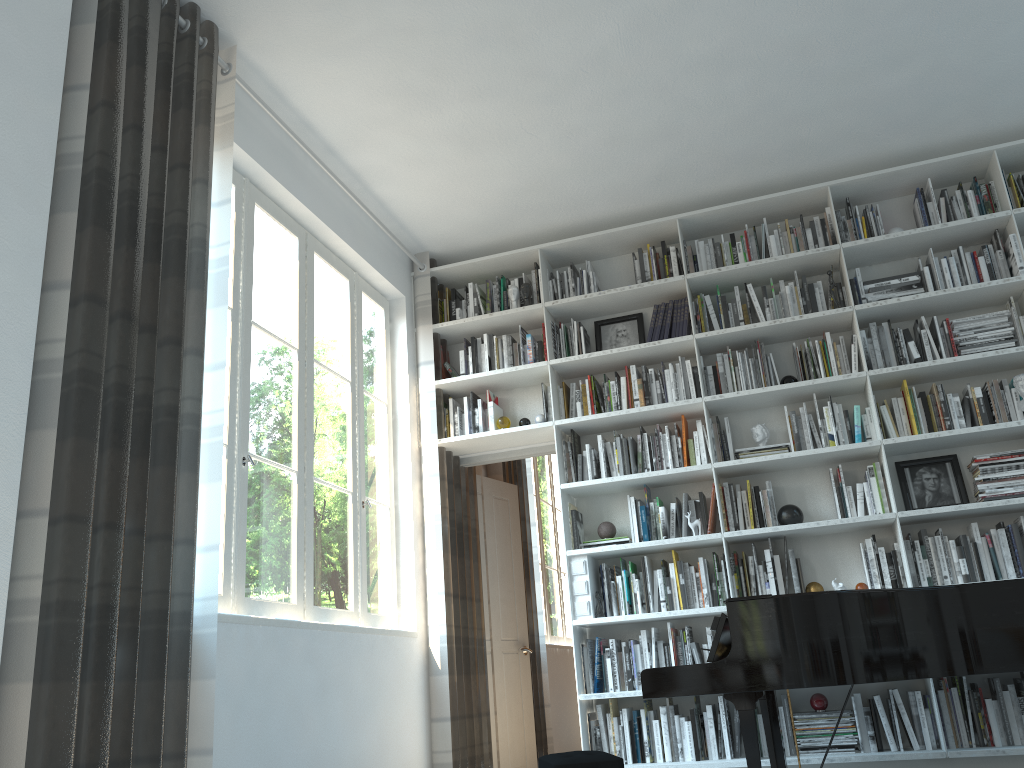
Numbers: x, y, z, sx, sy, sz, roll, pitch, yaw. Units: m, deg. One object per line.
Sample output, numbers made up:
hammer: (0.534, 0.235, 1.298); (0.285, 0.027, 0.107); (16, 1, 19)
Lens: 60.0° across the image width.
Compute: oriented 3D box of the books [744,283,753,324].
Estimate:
books: (1.363, -0.410, 5.077); (0.013, 0.314, 0.135); (-10, -19, 16)

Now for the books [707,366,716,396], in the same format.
books: (1.140, 0.024, 5.024); (0.029, 0.224, 0.137); (-10, -19, 16)

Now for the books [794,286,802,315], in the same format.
books: (1.612, -0.417, 4.978); (0.013, 0.230, 0.142); (-10, -19, 16)

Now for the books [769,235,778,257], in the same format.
books: (1.515, -0.733, 5.105); (0.031, 0.189, 0.182); (-10, -20, 16)

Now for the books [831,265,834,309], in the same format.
books: (1.780, -0.483, 4.932); (0.058, 0.301, 0.175); (-10, -19, 16)

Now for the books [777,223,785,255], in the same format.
books: (1.561, -0.775, 5.112); (0.014, 0.268, 0.157); (-10, -19, 16)

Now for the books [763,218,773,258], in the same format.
books: (1.492, -0.786, 5.138); (0.014, 0.314, 0.166); (-10, -19, 16)

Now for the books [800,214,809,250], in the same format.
books: (1.678, -0.807, 5.071); (0.013, 0.284, 0.160); (-10, -19, 16)

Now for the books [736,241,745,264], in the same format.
books: (1.341, -0.705, 5.165); (0.030, 0.200, 0.152); (-10, -19, 16)

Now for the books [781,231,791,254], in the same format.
books: (1.586, -0.750, 5.106); (0.029, 0.213, 0.142); (-10, -19, 16)

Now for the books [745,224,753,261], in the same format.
books: (1.390, -0.763, 5.157); (0.010, 0.297, 0.151); (-10, -19, 16)

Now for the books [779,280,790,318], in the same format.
books: (1.548, -0.430, 5.014); (0.026, 0.285, 0.138); (-10, -19, 16)

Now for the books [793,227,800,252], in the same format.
books: (1.630, -0.766, 5.059); (0.013, 0.206, 0.178); (-10, -19, 16)

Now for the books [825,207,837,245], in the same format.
books: (1.814, -0.834, 5.027); (0.026, 0.287, 0.176); (-10, -19, 16)

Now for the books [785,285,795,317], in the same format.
books: (1.565, -0.412, 4.976); (0.021, 0.225, 0.192); (-10, -19, 16)

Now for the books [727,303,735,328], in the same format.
books: (1.265, -0.342, 5.078); (0.024, 0.200, 0.154); (-10, -19, 16)

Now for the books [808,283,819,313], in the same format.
books: (1.685, -0.426, 4.947); (0.030, 0.217, 0.183); (-10, -19, 16)

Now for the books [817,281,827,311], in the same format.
books: (1.736, -0.438, 4.954); (0.025, 0.236, 0.153); (-10, -19, 16)

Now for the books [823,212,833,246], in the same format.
books: (1.797, -0.819, 5.033); (0.014, 0.266, 0.172); (-10, -19, 16)

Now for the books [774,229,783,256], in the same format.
books: (1.543, -0.757, 5.112); (0.026, 0.235, 0.134); (-10, -19, 16)

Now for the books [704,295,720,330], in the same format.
books: (1.170, -0.360, 5.118); (0.067, 0.273, 0.168); (-10, -19, 16)

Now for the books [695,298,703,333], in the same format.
books: (1.087, -0.343, 5.120); (0.023, 0.255, 0.175); (-10, -19, 16)

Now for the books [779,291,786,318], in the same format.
books: (1.530, -0.394, 4.995); (0.010, 0.207, 0.174); (-10, -19, 16)

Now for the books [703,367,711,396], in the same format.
books: (1.112, 0.028, 5.005); (0.015, 0.207, 0.186); (-10, -20, 16)

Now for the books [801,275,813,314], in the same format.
books: (1.664, -0.450, 4.985); (0.022, 0.289, 0.147); (-10, -19, 16)

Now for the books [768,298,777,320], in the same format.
books: (1.479, -0.371, 5.006); (0.028, 0.179, 0.168); (-10, -20, 16)

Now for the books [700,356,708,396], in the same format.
books: (1.102, -0.001, 5.036); (0.012, 0.284, 0.160); (-10, -19, 16)

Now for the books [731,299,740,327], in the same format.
books: (1.288, -0.356, 5.067); (0.029, 0.218, 0.158); (-10, -19, 16)

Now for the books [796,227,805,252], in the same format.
books: (1.648, -0.767, 5.050); (0.026, 0.199, 0.188); (-10, -20, 16)

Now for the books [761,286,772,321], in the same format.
books: (1.452, -0.405, 5.033); (0.027, 0.264, 0.169); (-10, -19, 16)

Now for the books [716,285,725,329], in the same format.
books: (1.211, -0.392, 5.095); (0.012, 0.314, 0.172); (-10, -19, 16)

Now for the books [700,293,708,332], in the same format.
books: (1.126, -0.363, 5.152); (0.014, 0.308, 0.130); (-10, -19, 16)

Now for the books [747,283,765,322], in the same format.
books: (1.398, -0.410, 5.037); (0.075, 0.284, 0.179); (-10, -19, 16)

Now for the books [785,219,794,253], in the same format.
books: (1.596, -0.787, 5.083); (0.014, 0.265, 0.192); (-10, -19, 16)

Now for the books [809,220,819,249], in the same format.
books: (1.728, -0.791, 5.053); (0.026, 0.236, 0.149); (-10, -19, 16)

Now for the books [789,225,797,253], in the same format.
books: (1.616, -0.770, 5.078); (0.021, 0.228, 0.161); (-10, -19, 16)

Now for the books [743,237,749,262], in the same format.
books: (1.369, -0.721, 5.148); (0.011, 0.215, 0.160); (-10, -19, 16)

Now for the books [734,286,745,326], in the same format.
books: (1.309, -0.396, 5.072); (0.023, 0.292, 0.156); (-10, -19, 16)

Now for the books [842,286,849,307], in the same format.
books: (1.856, -0.434, 4.925); (0.019, 0.193, 0.098); (-10, -19, 16)

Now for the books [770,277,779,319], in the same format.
books: (1.493, -0.434, 5.021); (0.012, 0.306, 0.145); (-10, -19, 16)

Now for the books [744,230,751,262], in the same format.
books: (1.380, -0.740, 5.151); (0.013, 0.250, 0.184); (-10, -19, 16)

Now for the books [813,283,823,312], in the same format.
books: (1.710, -0.432, 4.945); (0.022, 0.222, 0.161); (-10, -19, 16)

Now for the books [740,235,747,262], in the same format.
books: (1.359, -0.725, 5.161); (0.013, 0.233, 0.155); (-10, -19, 16)

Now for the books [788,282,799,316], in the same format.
books: (1.593, -0.427, 4.992); (0.028, 0.260, 0.136); (-10, -19, 16)

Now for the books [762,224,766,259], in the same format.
books: (1.458, -0.764, 5.128); (0.052, 0.272, 0.173); (-10, -19, 16)

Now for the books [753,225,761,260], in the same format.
books: (1.428, -0.760, 5.140); (0.013, 0.275, 0.165); (-10, -19, 16)

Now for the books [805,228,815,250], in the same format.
books: (1.700, -0.765, 5.044); (0.031, 0.184, 0.177); (-10, -20, 16)

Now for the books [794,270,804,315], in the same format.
books: (1.618, -0.461, 4.978); (0.011, 0.312, 0.184); (-10, -19, 16)

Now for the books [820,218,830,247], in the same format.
books: (1.777, -0.798, 5.025); (0.026, 0.224, 0.172); (-10, -19, 16)

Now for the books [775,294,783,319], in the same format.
books: (1.522, -0.385, 5.024); (0.024, 0.211, 0.128); (-10, -19, 16)

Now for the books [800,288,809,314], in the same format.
books: (1.644, -0.411, 4.977); (0.024, 0.212, 0.150); (-10, -19, 16)

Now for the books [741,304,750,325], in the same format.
books: (1.343, -0.344, 5.055); (0.034, 0.180, 0.160); (-10, -20, 16)

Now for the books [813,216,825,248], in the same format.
books: (1.756, -0.805, 5.057); (0.030, 0.260, 0.152); (-10, -19, 16)

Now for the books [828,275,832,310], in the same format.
books: (1.767, -0.463, 4.930); (0.055, 0.263, 0.167); (-10, -19, 16)

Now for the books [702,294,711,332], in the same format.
books: (1.131, -0.361, 5.124); (0.010, 0.286, 0.148); (-10, -19, 16)

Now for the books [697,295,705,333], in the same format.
books: (1.108, -0.355, 5.132); (0.013, 0.282, 0.159); (-10, -19, 16)

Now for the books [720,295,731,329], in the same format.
books: (1.234, -0.360, 5.079); (0.031, 0.241, 0.182); (-10, -19, 16)

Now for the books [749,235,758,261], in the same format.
books: (1.414, -0.733, 5.153); (0.029, 0.235, 0.130); (-10, -19, 16)

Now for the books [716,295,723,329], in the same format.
books: (1.205, -0.361, 5.098); (0.011, 0.259, 0.157); (-10, -19, 16)

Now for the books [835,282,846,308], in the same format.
books: (1.831, -0.441, 4.928); (0.028, 0.211, 0.135); (-10, -19, 16)
